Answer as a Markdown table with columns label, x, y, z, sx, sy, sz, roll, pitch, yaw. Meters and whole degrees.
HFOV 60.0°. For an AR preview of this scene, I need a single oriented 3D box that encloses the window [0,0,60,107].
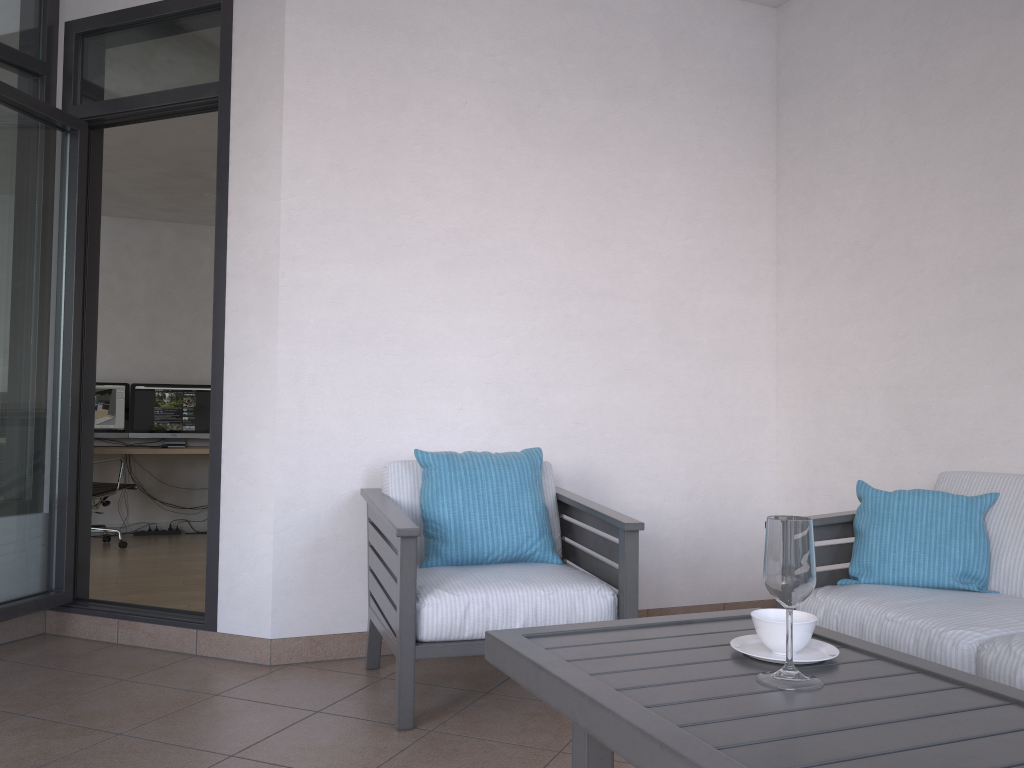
| label | x | y | z | sx | sy | sz | roll | pitch | yaw |
| --- | --- | --- | --- | --- | --- | --- | --- | --- | --- |
| window | -3.001 | -0.760 | 1.512 | 0.170 | 2.402 | 5.002 | 0 | -2 | 23 |

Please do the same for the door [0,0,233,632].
| label | x | y | z | sx | sy | sz | roll | pitch | yaw |
| --- | --- | --- | --- | --- | --- | --- | --- | --- | --- |
| door | -1.631 | -0.320 | 3.315 | 0.905 | 2.500 | 0.924 | 0 | -2 | 23 |

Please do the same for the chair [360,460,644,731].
| label | x | y | z | sx | sy | sz | roll | pitch | yaw |
| --- | --- | --- | --- | --- | --- | --- | --- | --- | --- |
| chair | -0.078 | 0.659 | 3.087 | 0.797 | 0.765 | 0.807 | 1 | -2 | -17 |

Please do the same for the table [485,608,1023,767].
| label | x | y | z | sx | sy | sz | roll | pitch | yaw |
| --- | --- | --- | --- | --- | --- | --- | --- | --- | --- |
| table | 0.508 | 0.745 | 1.411 | 0.710 | 0.473 | 1.260 | 2 | -2 | -22 |

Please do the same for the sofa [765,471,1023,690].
| label | x | y | z | sx | sy | sz | roll | pitch | yaw |
| --- | --- | --- | --- | --- | --- | --- | --- | --- | --- |
| sofa | 1.614 | 0.639 | 2.066 | 0.807 | 0.765 | 2.161 | 2 | -2 | -22 |

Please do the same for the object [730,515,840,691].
| label | x | y | z | sx | sy | sz | roll | pitch | yaw |
| --- | --- | --- | --- | --- | --- | --- | --- | --- | --- |
| object | 0.499 | 0.382 | 1.673 | 0.203 | 0.284 | 0.337 | 0 | -3 | 28 |

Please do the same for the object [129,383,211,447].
| label | x | y | z | sx | sy | sz | roll | pitch | yaw |
| --- | --- | --- | --- | --- | --- | --- | --- | --- | --- |
| object | -2.878 | 0.269 | 7.588 | 0.716 | 0.535 | 0.190 | 1 | -2 | -17 |

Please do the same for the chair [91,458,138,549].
| label | x | y | z | sx | sy | sz | roll | pitch | yaw |
| --- | --- | --- | --- | --- | --- | --- | --- | --- | --- |
| chair | -3.308 | 0.751 | 6.760 | 0.664 | 0.991 | 0.699 | -1 | -3 | 28 |
